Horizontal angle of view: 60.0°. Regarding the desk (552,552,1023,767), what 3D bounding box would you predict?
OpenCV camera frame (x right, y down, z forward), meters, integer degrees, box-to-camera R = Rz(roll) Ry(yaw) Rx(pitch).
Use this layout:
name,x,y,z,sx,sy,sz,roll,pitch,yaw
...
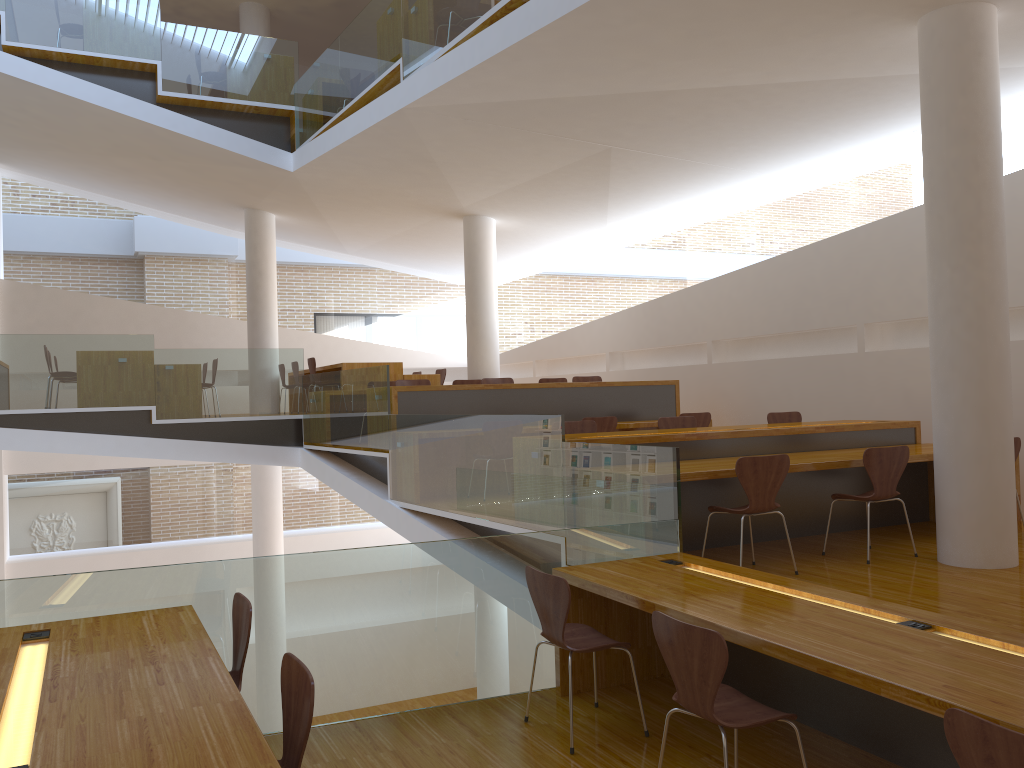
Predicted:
name,x,y,z,sx,sy,sz,roll,pitch,yaw
desk,1.234,1.140,3.005,0.760,0.606,3.185,-1,-1,-26

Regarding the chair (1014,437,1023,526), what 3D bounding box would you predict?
name,x,y,z,sx,sy,sz,roll,pitch,yaw
chair,3.221,0.712,6.087,0.428,0.693,0.381,-1,-1,-26

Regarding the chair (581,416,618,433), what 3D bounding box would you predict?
name,x,y,z,sx,sy,sz,roll,pitch,yaw
chair,0.746,0.654,8.334,0.428,0.693,0.381,-1,-1,-26

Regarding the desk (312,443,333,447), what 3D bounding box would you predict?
name,x,y,z,sx,sy,sz,roll,pitch,yaw
desk,-0.649,0.352,10.658,3.356,0.606,0.760,-1,-1,-26

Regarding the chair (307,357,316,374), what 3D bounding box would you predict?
name,x,y,z,sx,sy,sz,roll,pitch,yaw
chair,-2.318,0.022,11.013,0.381,0.693,0.428,-1,-1,-26

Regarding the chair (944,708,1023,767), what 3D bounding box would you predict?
name,x,y,z,sx,sy,sz,roll,pitch,yaw
chair,1.244,1.075,1.947,0.381,0.693,0.428,-1,-1,-26

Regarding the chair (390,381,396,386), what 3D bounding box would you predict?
name,x,y,z,sx,sy,sz,roll,pitch,yaw
chair,-1.435,0.320,9.834,0.428,0.693,0.381,-1,-1,-26

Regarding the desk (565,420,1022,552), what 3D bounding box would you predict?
name,x,y,z,sx,sy,sz,roll,pitch,yaw
desk,1.818,0.713,6.284,3.243,0.785,1.527,-1,-1,-26

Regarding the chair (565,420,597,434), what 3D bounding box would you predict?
name,x,y,z,sx,sy,sz,roll,pitch,yaw
chair,0.574,0.630,6.762,0.428,0.693,0.381,-1,-1,-26

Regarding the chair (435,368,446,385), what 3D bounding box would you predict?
name,x,y,z,sx,sy,sz,roll,pitch,yaw
chair,-1.106,0.144,11.984,0.381,0.693,0.428,-1,-1,-26

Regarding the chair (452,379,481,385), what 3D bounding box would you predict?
name,x,y,z,sx,sy,sz,roll,pitch,yaw
chair,-0.560,0.301,10.256,0.428,0.693,0.381,-1,-1,-26

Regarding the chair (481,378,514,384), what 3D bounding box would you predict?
name,x,y,z,sx,sy,sz,roll,pitch,yaw
chair,-0.076,0.274,9.506,0.428,0.693,0.381,-1,-1,-26

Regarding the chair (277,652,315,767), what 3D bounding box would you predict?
name,x,y,z,sx,sy,sz,roll,pitch,yaw
chair,-0.742,1.142,2.414,0.381,0.693,0.428,-1,-1,-26

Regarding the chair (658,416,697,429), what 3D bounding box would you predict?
name,x,y,z,sx,sy,sz,roll,pitch,yaw
chair,1.448,0.611,7.184,0.428,0.693,0.381,-1,-1,-26

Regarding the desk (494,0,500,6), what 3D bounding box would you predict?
name,x,y,z,sx,sy,sz,roll,pitch,yaw
desk,0.479,-3.035,8.451,3.223,0.815,1.250,-1,-1,-26

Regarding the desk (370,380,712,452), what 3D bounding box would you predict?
name,x,y,z,sx,sy,sz,roll,pitch,yaw
desk,0.316,0.503,8.863,3.216,1.022,1.248,-1,-1,-26

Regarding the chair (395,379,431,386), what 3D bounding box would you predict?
name,x,y,z,sx,sy,sz,roll,pitch,yaw
chair,-0.951,0.294,9.084,0.428,0.693,0.381,-1,-1,-26

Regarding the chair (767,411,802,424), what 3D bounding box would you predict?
name,x,y,z,sx,sy,sz,roll,pitch,yaw
chair,2.473,0.587,7.635,0.428,0.693,0.381,-1,-1,-26

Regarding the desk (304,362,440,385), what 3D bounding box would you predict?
name,x,y,z,sx,sy,sz,roll,pitch,yaw
desk,-2.152,0.156,12.349,1.247,0.762,3.194,-1,-1,-26

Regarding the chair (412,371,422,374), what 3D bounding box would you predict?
name,x,y,z,sx,sy,sz,roll,pitch,yaw
chair,-1.527,0.171,12.859,0.381,0.693,0.428,-1,-1,-26

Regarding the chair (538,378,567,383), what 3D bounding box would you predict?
name,x,y,z,sx,sy,sz,roll,pitch,yaw
chair,0.431,0.279,10.776,0.428,0.693,0.381,-1,-1,-26

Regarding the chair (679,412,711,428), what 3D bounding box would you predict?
name,x,y,z,sx,sy,sz,roll,pitch,yaw
chair,1.738,0.632,8.854,0.428,0.693,0.381,-1,-1,-26

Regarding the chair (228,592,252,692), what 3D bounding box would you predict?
name,x,y,z,sx,sy,sz,roll,pitch,yaw
chair,-1.163,1.169,3.289,0.381,0.693,0.428,-1,-1,-26

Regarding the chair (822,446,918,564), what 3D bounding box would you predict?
name,x,y,z,sx,sy,sz,roll,pitch,yaw
chair,2.230,0.734,5.567,0.428,0.693,0.381,-1,-1,-26

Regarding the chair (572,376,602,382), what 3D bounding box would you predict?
name,x,y,z,sx,sy,sz,roll,pitch,yaw
chair,0.937,0.251,9.952,0.428,0.693,0.381,-1,-1,-26

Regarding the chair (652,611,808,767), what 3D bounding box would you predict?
name,x,y,z,sx,sy,sz,roll,pitch,yaw
chair,0.724,1.106,2.938,0.381,0.693,0.428,-1,-1,-26

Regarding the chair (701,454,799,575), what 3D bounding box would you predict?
name,x,y,z,sx,sy,sz,roll,pitch,yaw
chair,1.356,0.753,5.145,0.428,0.693,0.381,-1,-1,-26

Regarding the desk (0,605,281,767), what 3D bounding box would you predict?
name,x,y,z,sx,sy,sz,roll,pitch,yaw
desk,-1.228,1.355,2.024,1.285,0.918,3.236,-1,-1,-26

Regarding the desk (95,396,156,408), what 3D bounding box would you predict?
name,x,y,z,sx,sy,sz,roll,pitch,yaw
desk,-4.712,0.060,11.048,1.248,0.757,3.196,-1,-1,-26

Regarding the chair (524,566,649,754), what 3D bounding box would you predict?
name,x,y,z,sx,sy,sz,roll,pitch,yaw
chair,0.303,1.133,3.813,0.381,0.693,0.428,-1,-1,-26
